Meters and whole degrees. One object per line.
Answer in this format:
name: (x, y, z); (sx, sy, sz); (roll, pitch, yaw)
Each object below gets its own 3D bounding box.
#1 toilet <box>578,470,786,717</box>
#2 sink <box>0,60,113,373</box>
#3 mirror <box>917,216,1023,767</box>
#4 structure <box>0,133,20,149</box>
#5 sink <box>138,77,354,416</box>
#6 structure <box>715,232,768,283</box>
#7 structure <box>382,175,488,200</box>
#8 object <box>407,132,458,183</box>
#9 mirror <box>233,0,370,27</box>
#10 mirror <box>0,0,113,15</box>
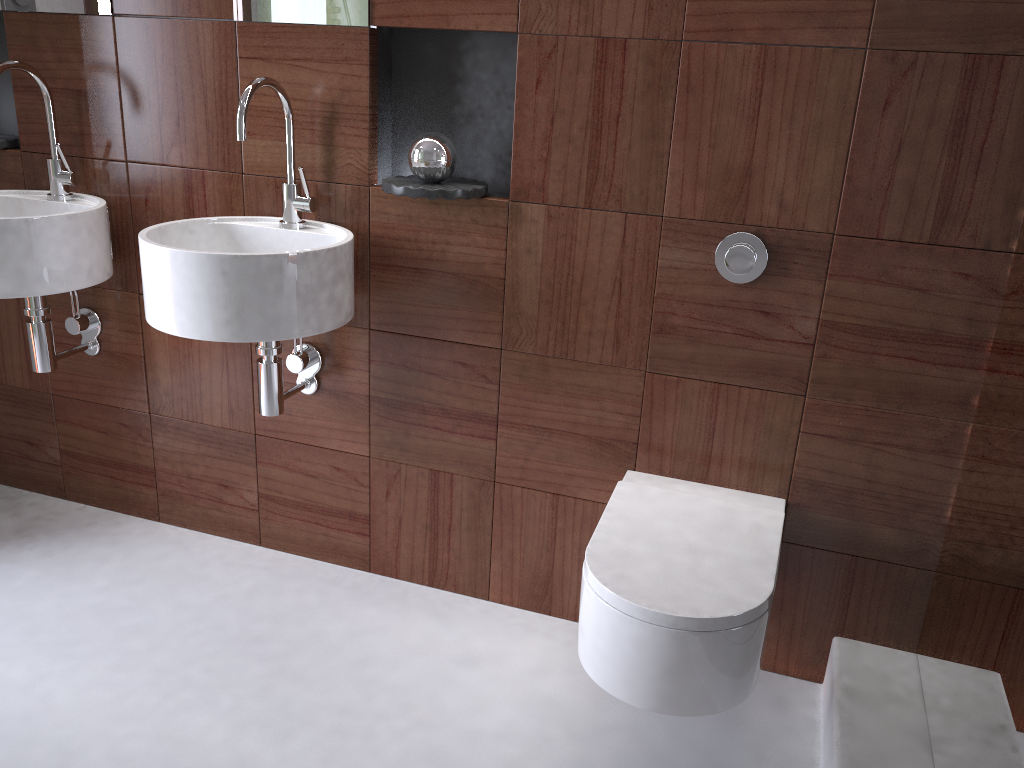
toilet: (0.310, 0.401, 1.650); (0.329, 0.284, 0.547); (9, 21, 17)
sink: (-1.130, -0.348, 1.988); (0.415, 0.715, 0.417); (9, 21, 17)
mirror: (0.661, -0.262, 0.795); (0.019, 2.183, 1.433); (9, 21, 17)
structure: (-1.346, -0.606, 2.211); (0.222, 0.023, 0.220); (-5, 21, -21)
sink: (-0.532, -0.250, 1.808); (0.415, 0.715, 0.417); (9, 21, 17)
structure: (0.432, -0.236, 1.675); (0.098, 0.098, 0.034); (9, 21, 17)
structure: (-0.161, -0.412, 1.853); (0.220, 0.023, 0.222); (6, 20, 7)
object: (-0.753, -0.561, 2.000); (1.350, 0.104, 0.104); (9, 21, 17)
mirror: (-0.421, -1.045, 1.729); (0.316, 0.635, 0.010); (9, 21, 17)
mirror: (-1.020, -1.143, 1.910); (0.316, 0.635, 0.010); (9, 21, 17)
